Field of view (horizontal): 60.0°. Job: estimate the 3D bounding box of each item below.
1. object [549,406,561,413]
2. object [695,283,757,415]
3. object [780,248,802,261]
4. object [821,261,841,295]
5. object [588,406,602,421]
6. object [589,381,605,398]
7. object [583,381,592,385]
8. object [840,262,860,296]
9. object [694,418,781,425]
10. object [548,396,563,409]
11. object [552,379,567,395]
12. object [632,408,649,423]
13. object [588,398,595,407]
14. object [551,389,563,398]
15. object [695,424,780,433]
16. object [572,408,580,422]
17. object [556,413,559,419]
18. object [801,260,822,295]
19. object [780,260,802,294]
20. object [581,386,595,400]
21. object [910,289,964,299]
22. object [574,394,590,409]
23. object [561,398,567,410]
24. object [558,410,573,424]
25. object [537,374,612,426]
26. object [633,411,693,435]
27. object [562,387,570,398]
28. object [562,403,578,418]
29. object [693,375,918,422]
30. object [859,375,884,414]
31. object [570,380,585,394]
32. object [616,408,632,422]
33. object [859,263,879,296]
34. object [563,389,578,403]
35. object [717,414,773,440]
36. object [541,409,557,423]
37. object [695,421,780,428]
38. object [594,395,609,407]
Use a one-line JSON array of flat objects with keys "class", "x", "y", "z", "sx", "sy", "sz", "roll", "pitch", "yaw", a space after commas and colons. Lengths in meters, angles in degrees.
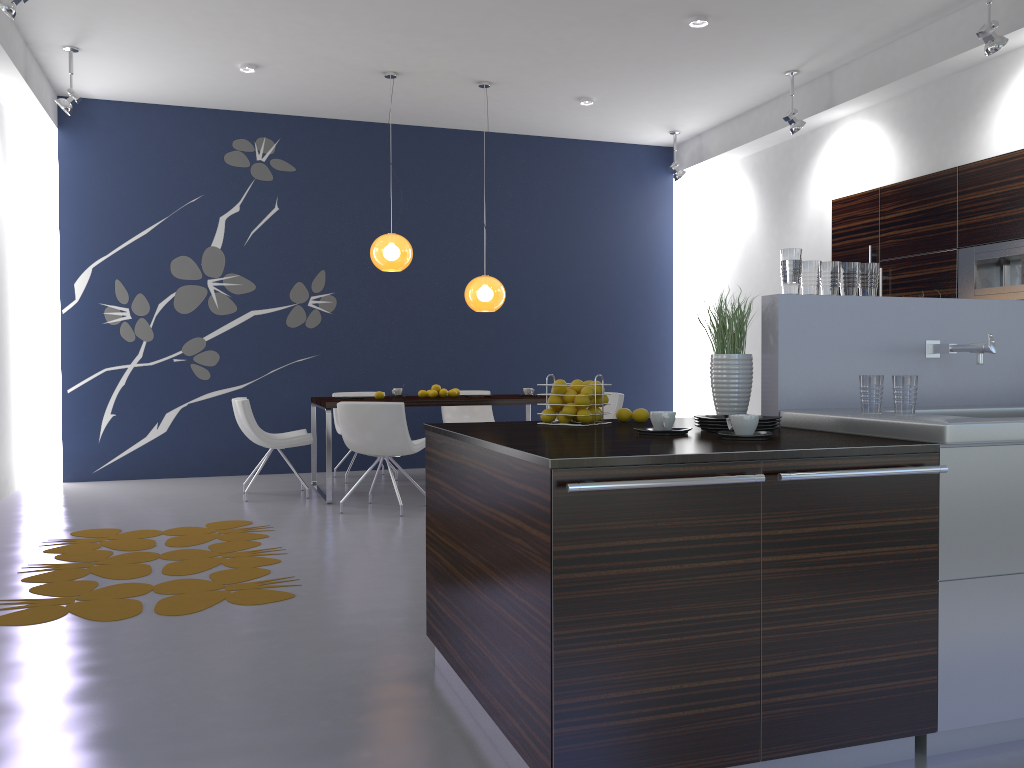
[{"class": "object", "x": 0.163, "y": 0.076, "z": 3.171, "sx": 0.061, "sy": 0.055, "sz": 0.051, "roll": -1, "pitch": 2, "yaw": -39}, {"class": "object", "x": 0.762, "y": -0.112, "z": 3.176, "sx": 0.247, "sy": 0.502, "sz": 0.269, "roll": 0, "pitch": 1, "yaw": 25}, {"class": "object", "x": 0.961, "y": -0.403, "z": 3.052, "sx": 0.072, "sy": 0.119, "sz": 0.071, "roll": 0, "pitch": 1, "yaw": 22}, {"class": "object", "x": 1.114, "y": -0.366, "z": 3.104, "sx": 0.072, "sy": 0.119, "sz": 0.071, "roll": 0, "pitch": 1, "yaw": 22}, {"class": "object", "x": 0.296, "y": 0.104, "z": 3.163, "sx": 0.060, "sy": 0.057, "sz": 0.052, "roll": -1, "pitch": 1, "yaw": -17}, {"class": "object", "x": 0.298, "y": 0.018, "z": 3.125, "sx": 0.052, "sy": 0.060, "sz": 0.057, "roll": -1, "pitch": 1, "yaw": -30}, {"class": "object", "x": 0.278, "y": 0.013, "z": 3.174, "sx": 0.063, "sy": 0.051, "sz": 0.053, "roll": 1, "pitch": 1, "yaw": 29}, {"class": "object", "x": 1.191, "y": -0.367, "z": 3.129, "sx": 0.072, "sy": 0.119, "sz": 0.071, "roll": 0, "pitch": 1, "yaw": 22}, {"class": "object", "x": 0.706, "y": 0.120, "z": 2.786, "sx": 0.232, "sy": 0.020, "sz": 0.232, "roll": -1, "pitch": 1, "yaw": -15}, {"class": "object", "x": 0.152, "y": 0.062, "z": 3.113, "sx": 0.053, "sy": 0.054, "sz": 0.061, "roll": 0, "pitch": 1, "yaw": 28}, {"class": "object", "x": 0.166, "y": 0.013, "z": 3.097, "sx": 0.050, "sy": 0.060, "sz": 0.059, "roll": -1, "pitch": 1, "yaw": -19}, {"class": "object", "x": 0.463, "y": 0.114, "z": 3.202, "sx": 0.063, "sy": 0.051, "sz": 0.053, "roll": 1, "pitch": 2, "yaw": 40}, {"class": "object", "x": 0.261, "y": 0.056, "z": 3.125, "sx": 0.064, "sy": 0.053, "sz": 0.051, "roll": -1, "pitch": 1, "yaw": -16}, {"class": "object", "x": 0.165, "y": 0.025, "z": 3.165, "sx": 0.051, "sy": 0.053, "sz": 0.063, "roll": 0, "pitch": 1, "yaw": -5}, {"class": "object", "x": 0.706, "y": 0.140, "z": 2.786, "sx": 0.232, "sy": 0.020, "sz": 0.232, "roll": 0, "pitch": 1, "yaw": -10}, {"class": "object", "x": 0.236, "y": 0.104, "z": 3.147, "sx": 0.057, "sy": 0.060, "sz": 0.052, "roll": 0, "pitch": 1, "yaw": -13}, {"class": "object", "x": 0.183, "y": 0.111, "z": 3.194, "sx": 0.051, "sy": 0.053, "sz": 0.063, "roll": 0, "pitch": 1, "yaw": -10}, {"class": "object", "x": 1.037, "y": -0.365, "z": 3.078, "sx": 0.072, "sy": 0.119, "sz": 0.071, "roll": 0, "pitch": 1, "yaw": 22}, {"class": "object", "x": 0.961, "y": -0.364, "z": 3.053, "sx": 0.072, "sy": 0.119, "sz": 0.071, "roll": 0, "pitch": 1, "yaw": 22}, {"class": "object", "x": 0.266, "y": 0.031, "z": 3.082, "sx": 0.053, "sy": 0.051, "sz": 0.063, "roll": 0, "pitch": 1, "yaw": 27}, {"class": "object", "x": 1.599, "y": -0.121, "z": 3.480, "sx": 0.269, "sy": 0.502, "sz": 0.247, "roll": -1, "pitch": 1, "yaw": -18}, {"class": "object", "x": 0.241, "y": 0.061, "z": 3.050, "sx": 0.053, "sy": 0.055, "sz": 0.060, "roll": 0, "pitch": 1, "yaw": 25}, {"class": "object", "x": 0.193, "y": 0.072, "z": 3.161, "sx": 0.051, "sy": 0.053, "sz": 0.062, "roll": 0, "pitch": 1, "yaw": -10}, {"class": "object", "x": 0.187, "y": 0.114, "z": 3.113, "sx": 0.050, "sy": 0.055, "sz": 0.061, "roll": 0, "pitch": 1, "yaw": 27}, {"class": "object", "x": 0.221, "y": 0.054, "z": 3.136, "sx": 0.207, "sy": 0.174, "sz": 0.189, "roll": 1, "pitch": 2, "yaw": 37}, {"class": "object", "x": 0.458, "y": 0.119, "z": 2.692, "sx": 0.153, "sy": 0.069, "sz": 0.153, "roll": -1, "pitch": 2, "yaw": -45}, {"class": "object", "x": 0.210, "y": 0.036, "z": 3.203, "sx": 0.061, "sy": 0.052, "sz": 0.053, "roll": 0, "pitch": 1, "yaw": -5}, {"class": "object", "x": 0.202, "y": 0.091, "z": 3.072, "sx": 0.052, "sy": 0.053, "sz": 0.062, "roll": 0, "pitch": 1, "yaw": 19}, {"class": "object", "x": 0.892, "y": 0.046, "z": 2.763, "sx": 0.646, "sy": 0.147, "sz": 0.269, "roll": 0, "pitch": 1, "yaw": 6}, {"class": "object", "x": 1.101, "y": 0.033, "z": 2.718, "sx": 0.072, "sy": 0.119, "sz": 0.071, "roll": -1, "pitch": 1, "yaw": -18}, {"class": "object", "x": 0.231, "y": 0.011, "z": 3.138, "sx": 0.051, "sy": 0.053, "sz": 0.063, "roll": -1, "pitch": 1, "yaw": -17}, {"class": "object", "x": 0.408, "y": 0.113, "z": 3.235, "sx": 0.063, "sy": 0.051, "sz": 0.053, "roll": -1, "pitch": 1, "yaw": -15}, {"class": "object", "x": 1.267, "y": -0.368, "z": 3.154, "sx": 0.071, "sy": 0.119, "sz": 0.072, "roll": 1, "pitch": 1, "yaw": 32}, {"class": "object", "x": 0.204, "y": 0.043, "z": 3.105, "sx": 0.055, "sy": 0.051, "sz": 0.061, "roll": -1, "pitch": 1, "yaw": -24}, {"class": "object", "x": 0.659, "y": 0.122, "z": 2.507, "sx": 0.153, "sy": 0.069, "sz": 0.153, "roll": 0, "pitch": 1, "yaw": 15}, {"class": "object", "x": 0.129, "y": 0.112, "z": 3.126, "sx": 0.053, "sy": 0.052, "sz": 0.062, "roll": 0, "pitch": 1, "yaw": 21}, {"class": "object", "x": 0.706, "y": 0.130, "z": 2.786, "sx": 0.232, "sy": 0.020, "sz": 0.232, "roll": 0, "pitch": 1, "yaw": -10}, {"class": "object", "x": 0.312, "y": 0.057, "z": 3.151, "sx": 0.063, "sy": 0.051, "sz": 0.053, "roll": 1, "pitch": 2, "yaw": 40}]
